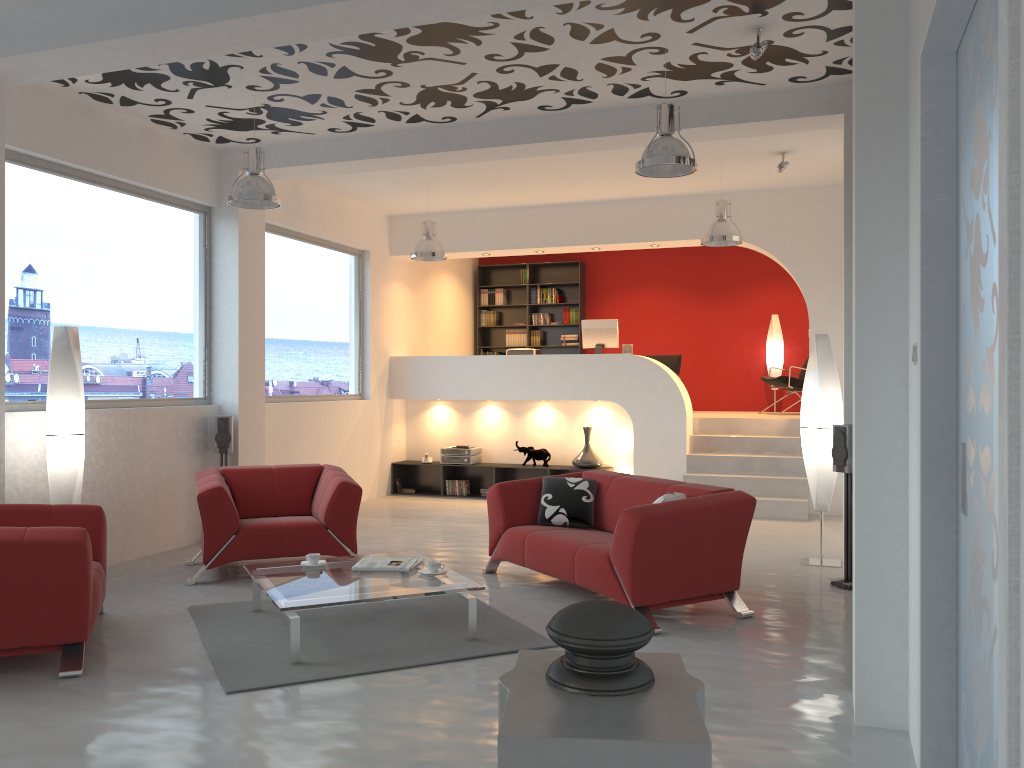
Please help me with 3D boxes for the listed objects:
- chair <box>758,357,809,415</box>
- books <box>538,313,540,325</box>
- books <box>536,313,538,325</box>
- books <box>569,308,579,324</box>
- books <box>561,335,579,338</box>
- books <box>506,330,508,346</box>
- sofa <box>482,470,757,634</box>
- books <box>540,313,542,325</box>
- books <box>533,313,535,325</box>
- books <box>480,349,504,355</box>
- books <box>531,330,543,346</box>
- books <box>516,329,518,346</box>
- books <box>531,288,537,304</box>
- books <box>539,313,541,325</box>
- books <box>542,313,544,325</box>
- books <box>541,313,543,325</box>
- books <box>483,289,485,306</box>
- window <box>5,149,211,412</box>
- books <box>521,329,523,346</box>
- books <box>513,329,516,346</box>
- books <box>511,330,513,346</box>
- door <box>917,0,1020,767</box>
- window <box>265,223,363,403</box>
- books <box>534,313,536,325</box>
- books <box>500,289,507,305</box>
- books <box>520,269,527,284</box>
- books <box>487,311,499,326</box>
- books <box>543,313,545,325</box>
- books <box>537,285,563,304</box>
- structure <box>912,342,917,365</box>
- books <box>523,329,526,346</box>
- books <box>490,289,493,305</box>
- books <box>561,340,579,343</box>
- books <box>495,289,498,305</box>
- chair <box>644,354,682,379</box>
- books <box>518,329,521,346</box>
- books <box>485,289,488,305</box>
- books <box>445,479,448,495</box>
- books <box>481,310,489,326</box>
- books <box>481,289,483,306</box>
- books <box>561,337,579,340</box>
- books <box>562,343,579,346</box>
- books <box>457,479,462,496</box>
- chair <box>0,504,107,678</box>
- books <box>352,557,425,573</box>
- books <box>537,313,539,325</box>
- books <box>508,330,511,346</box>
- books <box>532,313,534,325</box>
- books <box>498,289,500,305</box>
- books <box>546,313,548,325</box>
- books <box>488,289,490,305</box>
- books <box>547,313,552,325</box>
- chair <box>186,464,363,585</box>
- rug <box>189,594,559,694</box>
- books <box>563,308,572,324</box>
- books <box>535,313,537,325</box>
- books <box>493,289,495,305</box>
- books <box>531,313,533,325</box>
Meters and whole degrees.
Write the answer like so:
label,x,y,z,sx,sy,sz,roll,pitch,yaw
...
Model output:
label,x,y,z,sx,sy,sz,roll,pitch,yaw
chair,3.657,-0.007,11.433,0.768,0.795,0.664,0,0,-5
books,0.430,-0.983,13.519,0.031,0.190,0.135,0,0,20
books,0.402,-0.983,13.529,0.031,0.190,0.135,0,0,20
books,0.954,-1.008,13.323,0.146,0.240,0.170,0,0,20
books,0.892,-0.712,13.306,0.260,0.040,0.200,0,0,20
books,-0.044,-0.702,13.668,0.040,0.260,0.200,0,0,20
sofa,0.638,1.023,5.934,0.951,0.738,1.929,0,0,-30
books,0.459,-0.983,13.509,0.031,0.190,0.135,0,0,20
books,0.360,-0.983,13.544,0.031,0.190,0.135,0,0,20
books,-0.301,-0.398,13.748,0.341,0.286,0.231,0,0,20
books,0.383,-0.692,13.527,0.146,0.240,0.170,0,0,20
books,0.108,-0.702,13.613,0.040,0.260,0.200,0,0,20
books,0.357,-1.332,13.537,0.090,0.256,0.181,0,0,20
books,0.445,-0.983,13.514,0.031,0.190,0.135,0,0,20
books,0.487,-0.983,13.499,0.031,0.190,0.135,0,0,20
books,0.473,-0.983,13.504,0.031,0.190,0.135,0,0,20
books,-0.398,-1.334,13.794,0.040,0.260,0.200,0,0,20
window,-3.193,-0.708,6.962,0.100,1.800,2.400,0,0,20
books,0.185,-0.702,13.586,0.040,0.260,0.200,0,0,20
books,0.070,-0.702,13.627,0.040,0.260,0.200,0,0,20
books,0.032,-0.702,13.640,0.040,0.260,0.200,0,0,20
door,1.212,0.117,2.201,0.240,2.550,1.600,0,0,20
window,-2.250,-0.708,9.598,0.100,1.800,2.400,0,0,20
books,0.374,-0.983,13.539,0.031,0.190,0.135,0,0,20
books,-0.130,-1.334,13.698,0.040,0.260,0.200,0,0,20
books,0.217,-1.625,13.586,0.146,0.240,0.170,0,0,20
books,-0.297,-1.008,13.770,0.146,0.240,0.170,0,0,20
books,0.501,-0.983,13.494,0.031,0.190,0.135,0,0,20
books,0.573,-1.347,13.435,0.341,0.286,0.231,0,0,20
structure,1.442,-0.108,3.165,0.016,0.080,0.170,0,0,20
books,0.223,-0.702,13.572,0.040,0.260,0.200,0,0,20
books,-0.283,-1.334,13.753,0.040,0.260,0.200,0,0,20
books,0.890,-0.632,13.317,0.260,0.040,0.200,0,0,20
books,-0.207,-1.334,13.725,0.040,0.260,0.200,0,0,20
chair,1.858,-0.007,12.015,0.664,0.795,0.768,0,0,40
books,0.146,-0.702,13.599,0.040,0.260,0.200,0,0,20
books,-0.360,-1.334,13.780,0.040,0.260,0.200,0,0,20
books,-0.797,1.283,11.059,0.031,0.190,0.135,0,0,20
books,-0.411,-1.016,13.811,0.090,0.256,0.181,0,0,20
books,-0.436,-1.334,13.807,0.040,0.260,0.200,0,0,20
books,0.886,-0.672,13.317,0.260,0.040,0.200,0,0,19
books,0.909,-0.592,13.314,0.260,0.040,0.200,0,0,21
books,-0.641,1.283,11.003,0.031,0.190,0.135,0,0,20
chair,-2.670,1.023,4.662,0.951,0.738,1.288,0,0,-20
books,-0.747,1.081,5.308,0.367,0.035,0.345,0,0,10
books,0.416,-0.983,13.524,0.031,0.190,0.135,0,0,20
books,-0.006,-0.702,13.654,0.040,0.260,0.200,0,0,20
books,0.346,-0.983,13.549,0.031,0.190,0.135,0,0,20
books,-0.168,-1.334,13.712,0.040,0.260,0.200,0,0,20
books,0.558,-0.983,13.473,0.031,0.190,0.135,0,0,20
books,-0.322,-1.334,13.767,0.040,0.260,0.200,0,0,20
books,0.572,-0.983,13.468,0.031,0.190,0.135,0,0,20
chair,-1.792,1.023,6.747,1.288,0.738,0.951,0,0,-20
rug,-0.877,1.387,5.105,1.700,0.025,1.700,0,0,-25
books,0.841,-1.016,13.364,0.090,0.256,0.181,0,0,20
books,0.388,-0.983,13.534,0.031,0.190,0.135,0,0,20
books,-0.245,-1.334,13.739,0.040,0.260,0.200,0,0,20
books,0.332,-0.983,13.554,0.031,0.190,0.135,0,0,20
